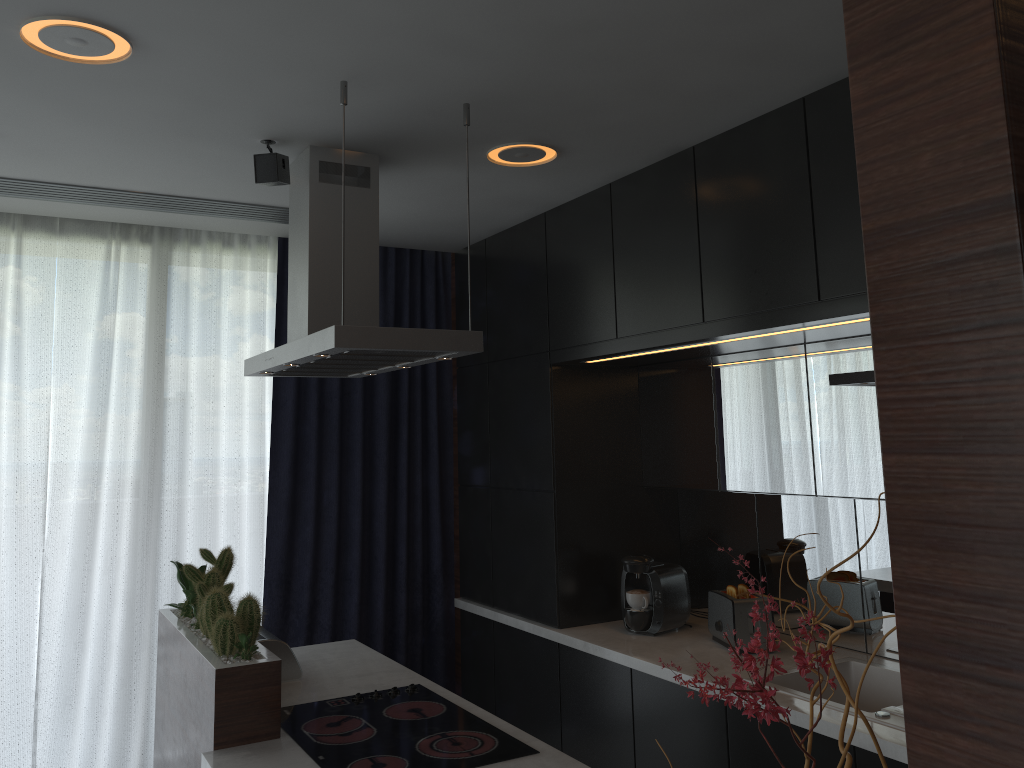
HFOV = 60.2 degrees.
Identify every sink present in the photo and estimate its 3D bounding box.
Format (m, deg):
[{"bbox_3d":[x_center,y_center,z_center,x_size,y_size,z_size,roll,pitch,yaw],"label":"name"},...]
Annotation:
[{"bbox_3d":[1.172,0.896,2.615,0.502,0.498,0.846,2,-6,-29],"label":"sink"}]

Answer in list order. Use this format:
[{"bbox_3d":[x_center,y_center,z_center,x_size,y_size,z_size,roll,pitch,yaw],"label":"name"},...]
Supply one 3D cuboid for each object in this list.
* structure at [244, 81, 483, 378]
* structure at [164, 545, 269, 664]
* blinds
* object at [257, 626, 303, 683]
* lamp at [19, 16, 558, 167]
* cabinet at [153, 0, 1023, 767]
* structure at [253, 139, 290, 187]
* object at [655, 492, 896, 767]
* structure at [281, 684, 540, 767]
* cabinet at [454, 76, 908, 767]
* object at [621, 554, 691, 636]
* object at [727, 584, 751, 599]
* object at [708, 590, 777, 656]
[{"bbox_3d":[-0.542,-0.437,2.949,0.445,0.768,1.035,3,-7,-29],"label":"structure"},{"bbox_3d":[-0.974,0.672,2.851,0.222,0.289,0.992,2,-5,-27],"label":"structure"},{"bbox_3d":[-1.344,0.218,0.286,5.792,2.804,7.073,1,-5,-26],"label":"blinds"},{"bbox_3d":[-0.890,0.940,3.100,0.221,0.146,0.341,1,-5,-30],"label":"object"},{"bbox_3d":[1.166,-0.878,2.051,9.551,0.085,5.311,2,-5,-43],"label":"lamp"},{"bbox_3d":[-0.179,0.409,2.045,0.784,2.581,3.306,3,-7,-29],"label":"cabinet"},{"bbox_3d":[-0.807,-0.736,2.971,0.084,0.144,0.113,-3,-7,10],"label":"structure"},{"bbox_3d":[0.243,0.466,0.721,0.197,0.743,0.385,-9,-10,41],"label":"object"},{"bbox_3d":[-0.335,0.968,2.442,0.503,0.057,0.757,1,-4,-30],"label":"structure"},{"bbox_3d":[0.856,0.455,3.216,0.704,2.583,3.448,3,-7,-29],"label":"cabinet"},{"bbox_3d":[0.572,0.853,3.628,0.268,0.316,0.213,5,-9,-44],"label":"object"},{"bbox_3d":[0.496,0.828,2.519,0.139,0.224,1.865,-5,-5,25],"label":"object"},{"bbox_3d":[0.849,0.884,3.307,0.176,0.197,0.257,0,-5,-9],"label":"object"}]
